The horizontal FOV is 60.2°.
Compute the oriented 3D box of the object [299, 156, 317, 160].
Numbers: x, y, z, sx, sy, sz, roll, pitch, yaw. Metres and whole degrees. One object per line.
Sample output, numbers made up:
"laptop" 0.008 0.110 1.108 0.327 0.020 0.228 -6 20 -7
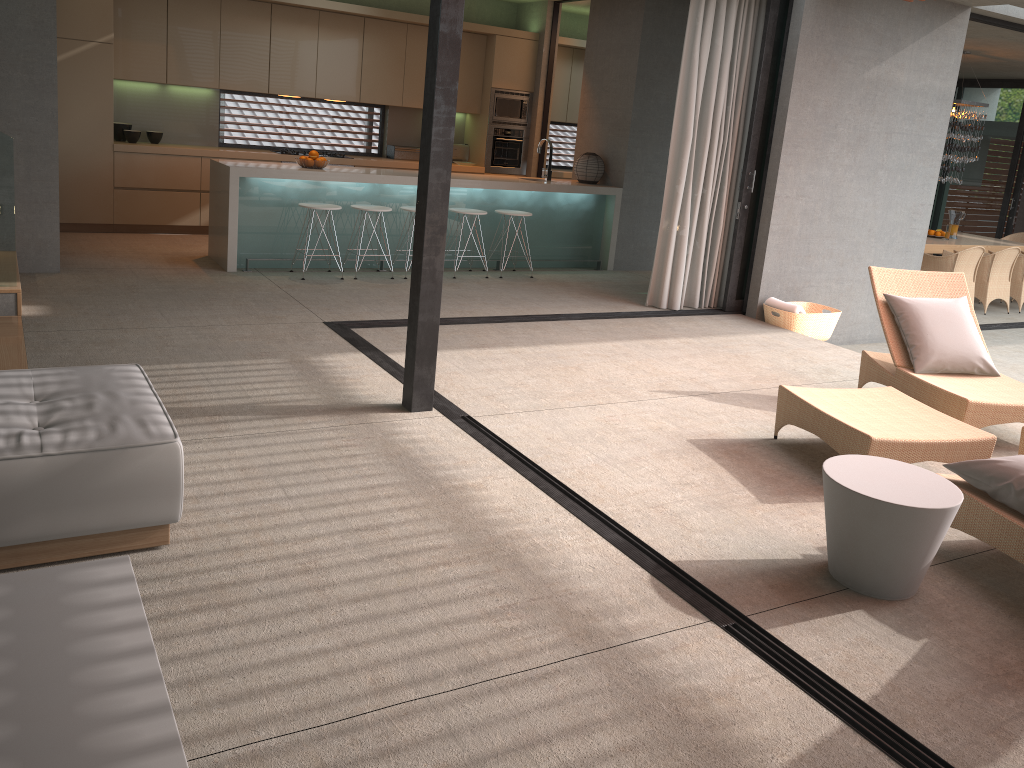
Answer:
"object" -1.877 -2.044 8.103 0.174 0.098 0.098 9 15 13

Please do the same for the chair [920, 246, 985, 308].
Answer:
"chair" 5.314 -1.304 10.755 0.618 0.848 0.641 -3 16 -30

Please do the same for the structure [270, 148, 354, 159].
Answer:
"structure" -2.279 -2.605 10.071 0.840 0.089 0.472 -4 19 -30

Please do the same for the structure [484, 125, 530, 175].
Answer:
"structure" -0.161 -2.976 11.191 0.597 0.570 0.506 -3 17 -30

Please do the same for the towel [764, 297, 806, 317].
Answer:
"towel" 2.434 -0.576 7.756 0.310 0.306 0.375 -3 17 -29

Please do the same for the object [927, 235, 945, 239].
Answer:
"object" 5.834 -2.037 12.186 0.312 0.034 0.314 14 19 26

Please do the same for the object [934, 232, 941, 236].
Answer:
"object" 5.825 -2.044 12.091 0.081 0.080 0.082 5 15 -2

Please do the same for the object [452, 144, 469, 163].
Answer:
"object" -0.747 -2.931 11.205 0.390 0.243 0.153 -4 16 -30

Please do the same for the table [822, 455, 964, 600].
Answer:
"table" 1.352 0.533 3.236 0.480 0.386 0.478 18 19 39

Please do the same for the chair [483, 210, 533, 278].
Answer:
"chair" -0.013 -1.392 8.751 0.382 0.613 0.388 -3 16 -30

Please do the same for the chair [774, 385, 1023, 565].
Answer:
"chair" 2.051 0.243 3.681 0.700 0.812 2.341 2 17 -16

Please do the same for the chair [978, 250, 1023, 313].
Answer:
"chair" 6.593 -1.404 11.497 0.618 0.848 0.641 -3 16 -30

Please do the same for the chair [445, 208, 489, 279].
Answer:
"chair" -0.449 -1.357 8.496 0.382 0.613 0.388 -3 16 -30

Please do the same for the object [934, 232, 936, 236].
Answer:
"object" 5.838 -2.059 12.164 0.070 0.069 0.072 8 15 8

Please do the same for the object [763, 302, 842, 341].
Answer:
"object" 2.555 -0.533 7.847 0.681 0.295 0.454 -4 18 -30

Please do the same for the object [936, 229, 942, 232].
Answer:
"object" 5.851 -2.098 12.123 0.071 0.047 0.072 11 16 19

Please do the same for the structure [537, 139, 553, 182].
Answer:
"structure" 0.326 -2.370 9.351 0.097 0.433 0.262 -2 15 -30

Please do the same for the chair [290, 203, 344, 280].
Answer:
"chair" -1.702 -1.259 7.767 0.382 0.613 0.388 -3 16 -30

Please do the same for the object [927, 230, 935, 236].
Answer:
"object" 5.757 -2.071 12.142 0.095 0.092 0.095 -7 19 -39

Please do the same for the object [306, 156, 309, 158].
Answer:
"object" -1.905 -2.070 8.202 0.087 0.085 0.088 11 15 19

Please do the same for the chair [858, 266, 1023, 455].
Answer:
"chair" 2.802 -0.011 4.767 0.699 0.812 2.341 3 16 -12

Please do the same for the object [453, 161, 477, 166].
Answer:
"object" -0.586 -2.740 10.988 0.312 0.034 0.314 14 19 26

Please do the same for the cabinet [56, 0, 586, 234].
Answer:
"cabinet" -1.046 -2.862 9.989 7.483 2.522 1.999 -4 17 -30

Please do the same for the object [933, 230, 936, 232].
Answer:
"object" 5.844 -2.094 12.264 0.081 0.080 0.082 -5 18 -36

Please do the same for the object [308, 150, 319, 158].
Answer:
"object" -1.833 -2.113 8.171 0.095 0.092 0.096 3 15 -11

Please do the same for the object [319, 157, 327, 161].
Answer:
"object" -1.760 -2.055 8.184 0.095 0.093 0.095 -7 19 -41

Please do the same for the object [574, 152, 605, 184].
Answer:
"object" 0.850 -2.374 9.712 0.341 0.329 0.345 -6 19 -38

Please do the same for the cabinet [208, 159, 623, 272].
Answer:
"cabinet" -0.829 -1.654 8.890 4.128 0.884 0.814 -4 17 -30

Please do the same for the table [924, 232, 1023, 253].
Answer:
"table" 5.727 -1.654 12.231 3.262 0.744 1.302 -4 18 -30

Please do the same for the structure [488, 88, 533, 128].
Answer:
"structure" -0.123 -3.467 11.100 0.597 0.430 0.468 -3 17 -30

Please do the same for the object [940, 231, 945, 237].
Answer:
"object" 5.903 -2.051 12.123 0.087 0.085 0.088 -7 19 -39

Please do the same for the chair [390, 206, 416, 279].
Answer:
"chair" -0.879 -1.323 8.245 0.382 0.613 0.388 -3 16 -30

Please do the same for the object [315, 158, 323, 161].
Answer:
"object" -1.770 -2.027 8.095 0.087 0.085 0.088 -7 19 -39

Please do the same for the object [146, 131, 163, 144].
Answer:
"object" -3.801 -2.621 9.401 0.170 0.124 0.171 -9 21 -43

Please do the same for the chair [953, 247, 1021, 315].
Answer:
"chair" 5.953 -1.354 11.126 0.618 0.848 0.641 -3 16 -30

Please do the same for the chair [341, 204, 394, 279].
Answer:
"chair" -1.293 -1.291 8.005 0.382 0.613 0.388 -3 16 -30

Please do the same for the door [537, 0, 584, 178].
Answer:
"door" -1.905 -1.110 5.739 5.823 4.394 15.491 14 18 30

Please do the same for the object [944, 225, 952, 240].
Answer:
"object" 5.669 -2.194 12.054 0.540 0.380 0.331 1 15 -15

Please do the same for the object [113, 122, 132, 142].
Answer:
"object" -4.101 -2.638 9.259 0.227 0.184 0.227 16 18 35

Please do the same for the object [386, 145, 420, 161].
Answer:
"object" -1.310 -2.841 10.877 0.401 0.157 0.244 -4 18 -30

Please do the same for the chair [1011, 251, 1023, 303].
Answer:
"chair" 7.232 -1.454 11.867 0.618 0.848 0.641 -3 16 -30

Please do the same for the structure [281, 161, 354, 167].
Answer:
"structure" -2.188 -2.225 9.929 0.829 0.492 0.081 -4 15 -30

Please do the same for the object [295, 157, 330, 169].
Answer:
"object" -1.842 -2.034 8.152 0.316 0.080 0.321 -4 19 -30

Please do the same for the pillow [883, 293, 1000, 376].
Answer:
"pillow" 2.661 -0.311 5.484 0.608 0.420 0.435 2 15 -13

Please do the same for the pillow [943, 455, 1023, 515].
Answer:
"pillow" 2.098 0.400 3.367 0.595 0.191 0.605 0 17 -19

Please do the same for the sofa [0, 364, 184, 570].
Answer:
"sofa" -1.996 0.101 2.900 1.599 0.720 1.031 -4 18 -30

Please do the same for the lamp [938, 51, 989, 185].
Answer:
"lamp" 5.962 -3.598 11.984 0.620 1.725 0.628 -2 15 -30

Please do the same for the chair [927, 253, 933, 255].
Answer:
"chair" 6.131 -2.108 13.695 0.618 0.848 0.641 -3 16 -30

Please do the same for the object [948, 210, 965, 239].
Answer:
"object" 6.145 -2.216 12.279 0.195 0.380 0.194 17 17 40

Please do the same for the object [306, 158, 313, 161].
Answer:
"object" -1.847 -2.020 8.063 0.081 0.080 0.082 5 15 -2

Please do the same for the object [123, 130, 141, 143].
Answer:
"object" -3.940 -2.565 9.171 0.170 0.124 0.171 -9 21 -43

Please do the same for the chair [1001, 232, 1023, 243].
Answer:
"chair" 7.494 -1.857 13.295 0.631 0.848 0.628 -3 16 -30

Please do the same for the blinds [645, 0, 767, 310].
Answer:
"blinds" 1.734 -2.100 7.712 0.887 2.883 0.233 -3 15 -34
